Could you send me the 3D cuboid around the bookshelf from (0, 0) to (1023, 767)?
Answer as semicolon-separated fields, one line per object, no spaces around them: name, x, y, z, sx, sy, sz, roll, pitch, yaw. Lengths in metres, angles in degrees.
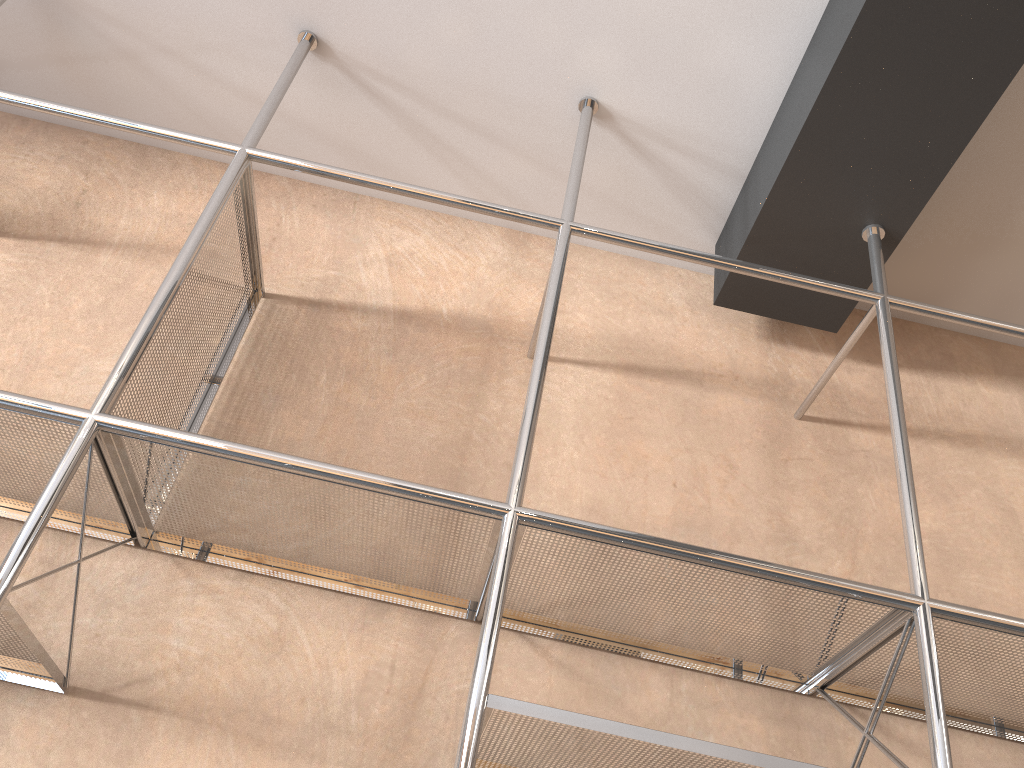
bookshelf;-1.696;-1.354;2.235;10.738;6.225;0.420;13;-38;-1
